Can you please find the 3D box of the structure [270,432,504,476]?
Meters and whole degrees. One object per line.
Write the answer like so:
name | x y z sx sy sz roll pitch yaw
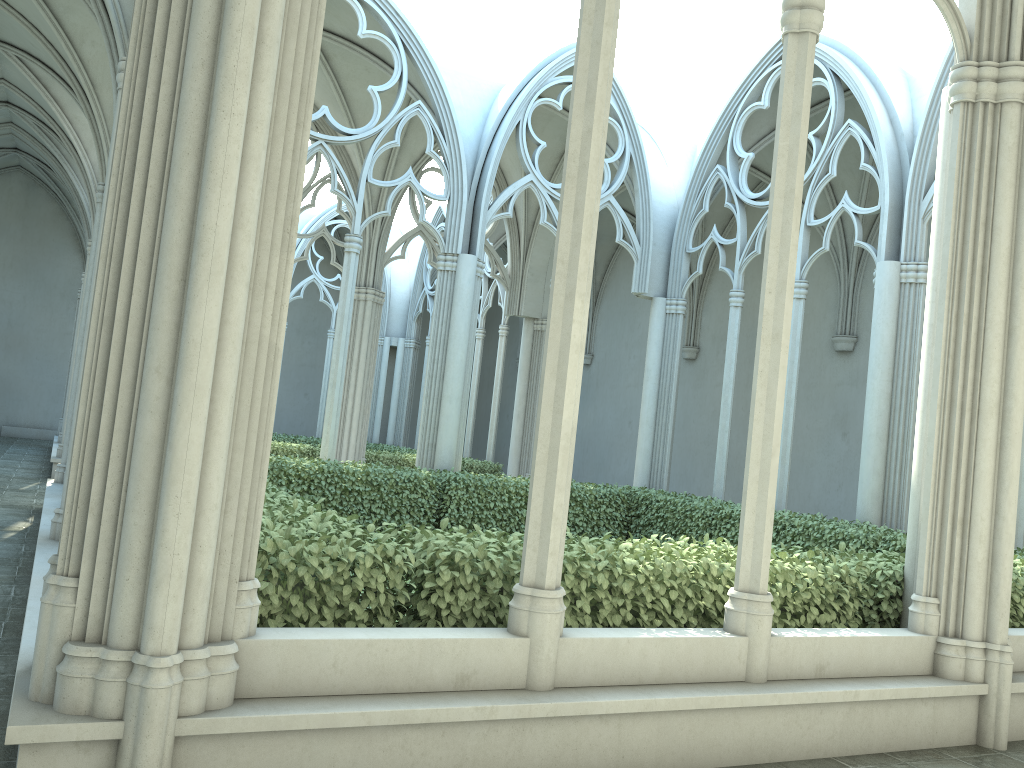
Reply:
structure | -5.465 1.667 20.691 7.995 0.963 8.018 8 -4 -27

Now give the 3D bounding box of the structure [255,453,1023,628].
structure | 0.447 1.572 9.040 7.995 0.963 8.018 8 -4 -27
